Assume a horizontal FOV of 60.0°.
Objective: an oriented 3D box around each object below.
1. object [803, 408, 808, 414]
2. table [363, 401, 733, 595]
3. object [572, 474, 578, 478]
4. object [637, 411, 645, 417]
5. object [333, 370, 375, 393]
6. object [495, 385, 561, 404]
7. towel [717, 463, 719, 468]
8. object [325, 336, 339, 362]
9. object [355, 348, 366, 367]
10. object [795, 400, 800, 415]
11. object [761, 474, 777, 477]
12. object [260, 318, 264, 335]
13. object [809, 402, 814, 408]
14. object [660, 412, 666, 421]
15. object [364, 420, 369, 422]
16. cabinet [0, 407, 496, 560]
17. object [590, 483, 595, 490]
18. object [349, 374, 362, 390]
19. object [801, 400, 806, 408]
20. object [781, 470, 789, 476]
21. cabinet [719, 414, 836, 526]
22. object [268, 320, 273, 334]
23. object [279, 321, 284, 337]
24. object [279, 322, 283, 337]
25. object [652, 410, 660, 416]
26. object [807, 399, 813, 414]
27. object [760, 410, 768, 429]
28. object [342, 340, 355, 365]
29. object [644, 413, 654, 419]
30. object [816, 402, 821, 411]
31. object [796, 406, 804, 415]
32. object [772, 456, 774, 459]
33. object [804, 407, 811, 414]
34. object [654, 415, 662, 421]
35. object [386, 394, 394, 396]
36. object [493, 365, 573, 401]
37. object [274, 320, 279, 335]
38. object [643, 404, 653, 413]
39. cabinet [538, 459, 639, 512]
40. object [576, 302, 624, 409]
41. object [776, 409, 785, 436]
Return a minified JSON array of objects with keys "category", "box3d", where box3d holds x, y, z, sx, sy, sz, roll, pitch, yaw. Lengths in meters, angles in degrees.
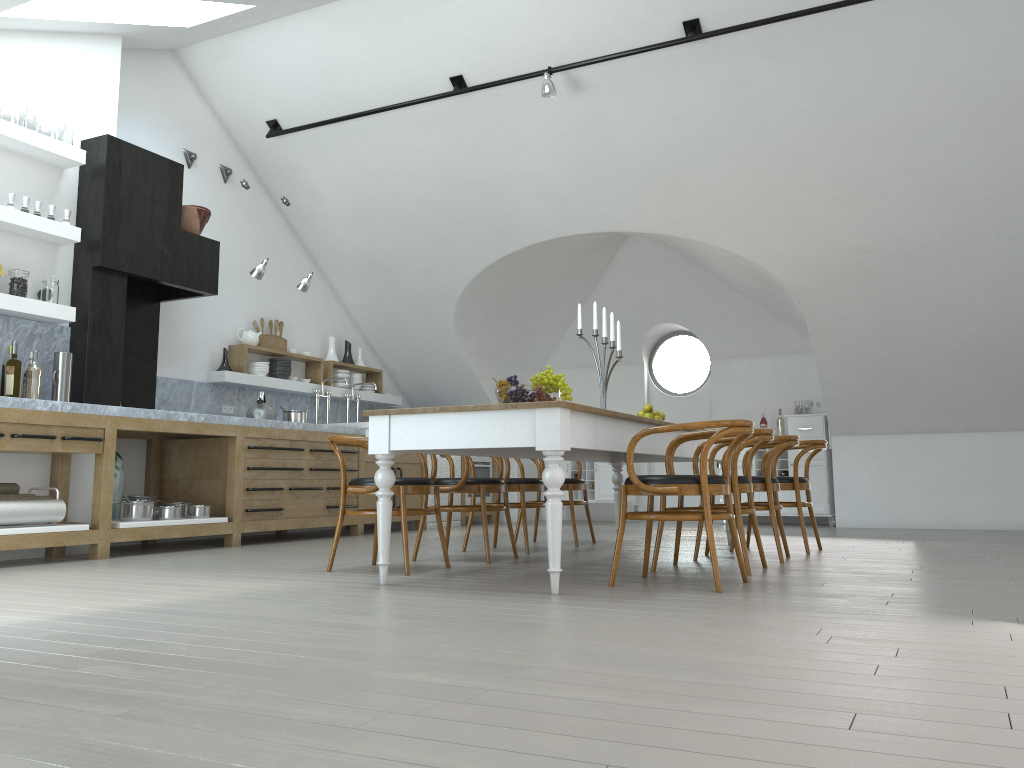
[{"category":"object","box3d":[3.138,0.303,9.520,0.077,0.085,0.077,-5,-9,34]},{"category":"table","box3d":[0.505,0.654,5.344,1.017,0.802,3.339,-4,-7,26]},{"category":"object","box3d":[0.771,1.088,10.333,0.082,0.085,0.316,-4,-7,27]},{"category":"object","box3d":[0.925,0.224,6.316,0.066,0.071,0.072,0,-7,-4]},{"category":"object","box3d":[-1.678,-0.018,9.372,0.197,0.197,0.655,-4,-7,26]},{"category":"object","box3d":[0.089,0.106,4.721,0.360,0.160,0.358,-1,-7,7]},{"category":"towel","box3d":[2.333,0.838,9.963,0.049,0.204,0.149,-4,-8,27]},{"category":"object","box3d":[-1.850,-0.353,9.116,0.156,0.269,0.155,-2,-8,15]},{"category":"object","box3d":[-1.638,-0.281,9.548,0.156,0.219,0.155,-1,-8,8]},{"category":"object","box3d":[3.075,0.264,9.548,0.048,0.170,0.048,4,-9,-31]},{"category":"object","box3d":[2.785,0.976,9.600,0.156,0.086,0.330,-4,-7,27]},{"category":"object","box3d":[-2.321,-0.473,8.248,0.027,0.300,0.055,-4,-9,26]},{"category":"object","box3d":[3.209,0.267,9.484,0.046,0.143,0.046,-6,-10,37]},{"category":"object","box3d":[1.068,0.235,6.341,0.063,0.064,0.062,1,-7,-11]},{"category":"object","box3d":[-1.529,0.475,9.521,0.100,0.172,0.172,-4,-8,28]},{"category":"cabinet","box3d":[-2.031,0.938,7.683,1.003,1.026,6.409,-4,-7,26]},{"category":"object","box3d":[0.966,1.183,10.264,0.081,0.083,0.316,-4,-7,26]},{"category":"object","box3d":[-1.656,-0.021,9.362,0.157,0.161,0.153,5,-9,-35]},{"category":"object","box3d":[3.180,0.269,9.650,0.054,0.179,0.054,-3,-8,20]},{"category":"object","box3d":[2.937,0.969,9.517,0.081,0.081,0.357,-4,-7,24]},{"category":"cabinet","box3d":[2.866,0.938,9.624,1.241,1.158,0.608,-4,-8,26]},{"category":"object","box3d":[-2.267,-0.461,8.353,0.040,0.300,0.061,-4,-9,24]},{"category":"object","box3d":[-2.208,-0.451,8.433,0.039,0.299,0.067,-4,-9,26]},{"category":"object","box3d":[-2.207,-0.447,8.474,0.030,0.295,0.057,-4,-9,26]},{"category":"object","box3d":[1.024,0.215,6.307,0.058,0.057,0.053,-7,-10,41]},{"category":"object","box3d":[3.243,0.264,9.639,0.063,0.188,0.063,-2,-8,13]},{"category":"object","box3d":[2.760,0.446,9.719,0.081,0.331,0.081,-4,-9,22]},{"category":"object","box3d":[-1.730,-0.328,9.348,0.156,0.269,0.155,-5,-9,30]},{"category":"object","box3d":[0.966,0.234,6.255,0.071,0.064,0.072,-3,-8,20]},{"category":"object","box3d":[3.281,0.266,9.484,0.046,0.143,0.046,-6,-10,37]},{"category":"object","box3d":[3.075,0.286,9.463,0.081,0.105,0.081,3,-8,-25]},{"category":"object","box3d":[2.849,0.779,9.599,0.085,0.086,0.330,-4,-7,26]},{"category":"object","box3d":[3.198,0.302,9.577,0.071,0.099,0.071,-5,-9,34]},{"category":"object","box3d":[1.026,0.256,6.268,0.071,0.072,0.070,1,-7,-9]},{"category":"object","box3d":[-1.422,0.129,9.892,0.213,0.025,0.212,-2,-7,14]},{"category":"object","box3d":[0.105,0.040,4.706,0.393,0.285,0.291,1,-7,-9]},{"category":"object","box3d":[-2.234,-0.458,8.375,0.019,0.300,0.057,-4,-9,26]},{"category":"object","box3d":[0.973,0.177,6.329,0.072,0.075,0.072,-4,-8,26]},{"category":"cabinet","box3d":[0.877,1.101,10.384,1.133,0.792,0.495,-4,-8,26]},{"category":"object","box3d":[0.566,-0.159,5.614,0.265,0.878,0.772,0,-7,0]},{"category":"object","box3d":[2.919,0.435,9.634,0.085,0.332,0.085,2,-8,-14]}]
